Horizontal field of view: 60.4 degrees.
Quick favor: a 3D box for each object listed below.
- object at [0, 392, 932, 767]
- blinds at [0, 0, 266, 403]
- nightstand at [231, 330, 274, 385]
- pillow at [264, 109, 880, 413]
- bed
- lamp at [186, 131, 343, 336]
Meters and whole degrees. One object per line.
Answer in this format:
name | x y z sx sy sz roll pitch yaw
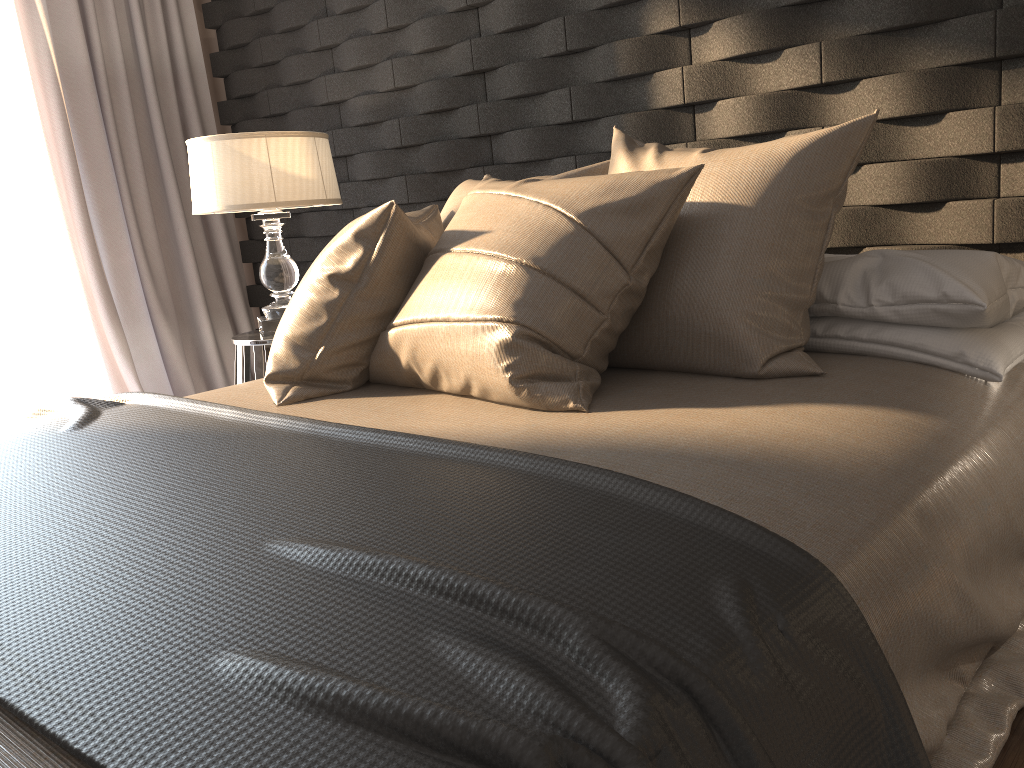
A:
object | -0.517 0.273 1.241 1.942 0.322 0.653 6 15 40
blinds | -1.535 -0.952 3.460 0.323 2.640 1.051 2 14 34
nightstand | -0.720 0.116 3.023 0.579 0.603 0.522 -13 14 -35
pillow | 0.011 -0.277 1.833 1.190 0.518 0.949 6 16 43
bed | -0.180 0.351 1.622 2.168 0.624 2.419 6 15 42
lamp | -0.789 -0.488 2.910 0.480 0.631 0.452 -8 12 -15
